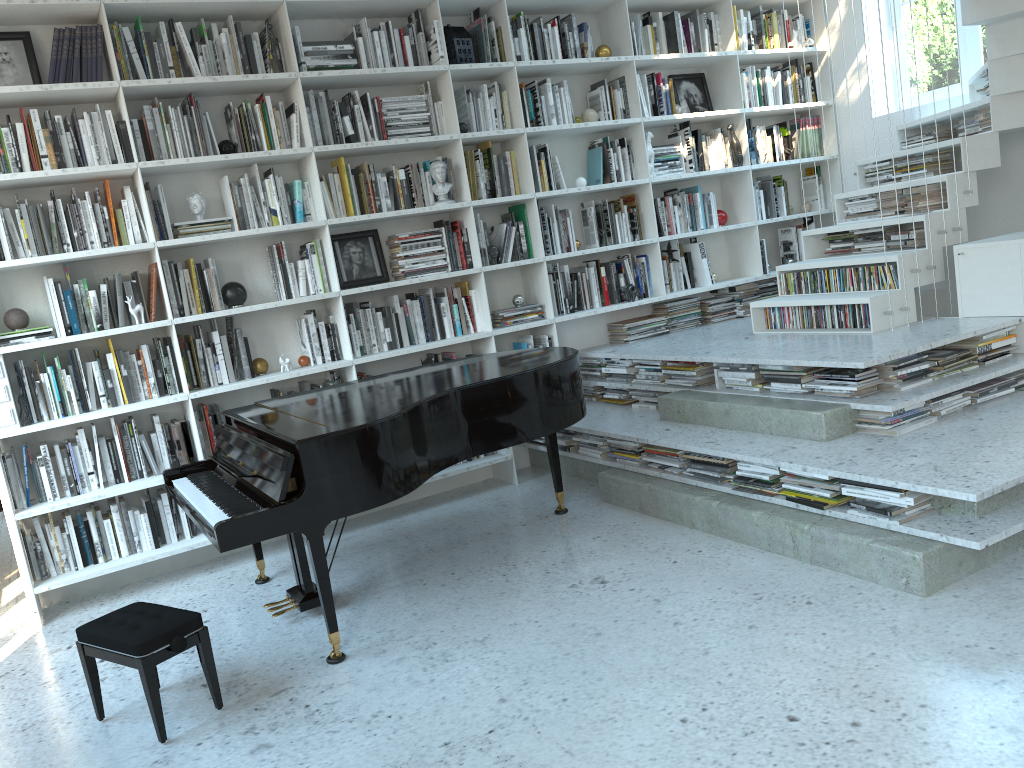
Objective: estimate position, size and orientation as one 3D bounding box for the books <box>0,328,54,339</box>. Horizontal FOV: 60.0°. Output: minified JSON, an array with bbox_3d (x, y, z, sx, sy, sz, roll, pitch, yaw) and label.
[{"bbox_3d":[-2.282,-0.229,4.111,0.285,0.012,0.159,-13,9,-23],"label":"books"}]

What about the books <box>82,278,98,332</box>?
[{"bbox_3d":[-2.018,-0.374,4.232,0.011,0.251,0.172,-14,10,-27],"label":"books"}]

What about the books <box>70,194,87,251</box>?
[{"bbox_3d":[-2.053,-0.752,4.199,0.012,0.273,0.145,-14,10,-27],"label":"books"}]

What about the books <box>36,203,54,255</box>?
[{"bbox_3d":[-2.175,-0.707,4.132,0.023,0.243,0.184,-14,10,-27],"label":"books"}]

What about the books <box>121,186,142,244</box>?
[{"bbox_3d":[-1.851,-0.808,4.315,0.027,0.286,0.148,-14,10,-27],"label":"books"}]

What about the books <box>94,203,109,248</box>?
[{"bbox_3d":[-1.974,-0.746,4.254,0.021,0.221,0.148,-14,10,-27],"label":"books"}]

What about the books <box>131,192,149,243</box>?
[{"bbox_3d":[-1.821,-0.801,4.332,0.036,0.258,0.123,-14,10,-27],"label":"books"}]

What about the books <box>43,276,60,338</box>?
[{"bbox_3d":[-2.162,-0.359,4.164,0.012,0.285,0.159,-14,10,-27],"label":"books"}]

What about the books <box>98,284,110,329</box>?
[{"bbox_3d":[-1.971,-0.371,4.282,0.056,0.214,0.142,-14,10,-27],"label":"books"}]

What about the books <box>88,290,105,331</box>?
[{"bbox_3d":[-1.990,-0.348,4.235,0.029,0.190,0.188,-14,10,-27],"label":"books"}]

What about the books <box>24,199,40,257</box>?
[{"bbox_3d":[-2.225,-0.710,4.114,0.011,0.271,0.157,-14,10,-27],"label":"books"}]

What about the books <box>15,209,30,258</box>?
[{"bbox_3d":[-2.257,-0.681,4.090,0.014,0.230,0.148,-14,10,-27],"label":"books"}]

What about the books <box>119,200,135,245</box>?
[{"bbox_3d":[-1.869,-0.772,4.302,0.031,0.224,0.144,-14,10,-27],"label":"books"}]

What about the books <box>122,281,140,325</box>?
[{"bbox_3d":[-1.859,-0.390,4.316,0.030,0.208,0.172,-14,10,-27],"label":"books"}]

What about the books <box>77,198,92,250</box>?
[{"bbox_3d":[-2.038,-0.747,4.220,0.011,0.252,0.139,-14,10,-27],"label":"books"}]

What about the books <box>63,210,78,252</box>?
[{"bbox_3d":[-2.088,-0.710,4.191,0.021,0.205,0.130,-14,10,-27],"label":"books"}]

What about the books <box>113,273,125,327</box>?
[{"bbox_3d":[-1.905,-0.405,4.298,0.060,0.256,0.158,-14,10,-27],"label":"books"}]

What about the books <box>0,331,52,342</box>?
[{"bbox_3d":[-2.281,-0.217,4.115,0.253,0.012,0.161,-14,9,-30],"label":"books"}]

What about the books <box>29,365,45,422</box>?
[{"bbox_3d":[-2.223,0.040,4.149,0.007,0.264,0.176,-14,10,-27],"label":"books"}]

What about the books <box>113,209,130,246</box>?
[{"bbox_3d":[-1.891,-0.746,4.291,0.030,0.184,0.151,-14,10,-27],"label":"books"}]

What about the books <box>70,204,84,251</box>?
[{"bbox_3d":[-2.063,-0.728,4.201,0.013,0.228,0.151,-14,10,-27],"label":"books"}]

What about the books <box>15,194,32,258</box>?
[{"bbox_3d":[-2.250,-0.714,4.089,0.011,0.294,0.183,-14,10,-27],"label":"books"}]

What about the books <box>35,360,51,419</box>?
[{"bbox_3d":[-2.204,0.027,4.164,0.008,0.280,0.164,-14,10,-27],"label":"books"}]

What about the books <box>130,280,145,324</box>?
[{"bbox_3d":[-1.839,-0.398,4.338,0.027,0.210,0.143,-14,10,-27],"label":"books"}]

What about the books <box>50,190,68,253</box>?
[{"bbox_3d":[-2.123,-0.748,4.158,0.013,0.300,0.151,-14,10,-27],"label":"books"}]

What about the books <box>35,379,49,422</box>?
[{"bbox_3d":[-2.198,0.074,4.147,0.019,0.189,0.193,-14,10,-27],"label":"books"}]

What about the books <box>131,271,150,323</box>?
[{"bbox_3d":[-1.823,-0.423,4.348,0.021,0.252,0.154,-14,10,-27],"label":"books"}]

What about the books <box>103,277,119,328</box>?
[{"bbox_3d":[-1.943,-0.391,4.295,0.013,0.242,0.141,-14,10,-27],"label":"books"}]

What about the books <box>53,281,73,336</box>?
[{"bbox_3d":[-2.124,-0.354,4.193,0.031,0.256,0.143,-14,10,-27],"label":"books"}]

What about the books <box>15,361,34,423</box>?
[{"bbox_3d":[-2.276,0.036,4.141,0.016,0.290,0.152,-14,10,-27],"label":"books"}]

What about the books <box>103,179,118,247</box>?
[{"bbox_3d":[-1.929,-0.808,4.263,0.035,0.326,0.170,-14,10,-27],"label":"books"}]

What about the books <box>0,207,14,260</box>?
[{"bbox_3d":[-2.310,-0.676,4.057,0.011,0.246,0.176,-14,10,-27],"label":"books"}]

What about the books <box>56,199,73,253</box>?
[{"bbox_3d":[-2.110,-0.731,4.177,0.021,0.257,0.156,-14,10,-27],"label":"books"}]

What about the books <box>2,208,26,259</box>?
[{"bbox_3d":[-2.295,-0.681,4.092,0.049,0.243,0.139,-14,10,-27],"label":"books"}]

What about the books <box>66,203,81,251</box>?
[{"bbox_3d":[-2.069,-0.725,4.185,0.013,0.229,0.177,-14,10,-27],"label":"books"}]

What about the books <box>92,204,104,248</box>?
[{"bbox_3d":[-1.986,-0.741,4.243,0.012,0.218,0.160,-14,10,-27],"label":"books"}]

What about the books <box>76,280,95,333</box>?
[{"bbox_3d":[-2.041,-0.371,4.241,0.022,0.249,0.129,-14,10,-27],"label":"books"}]

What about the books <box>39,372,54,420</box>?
[{"bbox_3d":[-2.192,0.054,4.179,0.015,0.218,0.176,-14,10,-27],"label":"books"}]

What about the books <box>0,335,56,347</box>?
[{"bbox_3d":[-2.277,-0.193,4.118,0.285,0.012,0.159,-13,9,-24],"label":"books"}]

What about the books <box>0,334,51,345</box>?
[{"bbox_3d":[-2.281,-0.205,4.120,0.254,0.012,0.160,-13,9,-26],"label":"books"}]

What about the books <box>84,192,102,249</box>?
[{"bbox_3d":[-1.995,-0.766,4.220,0.015,0.275,0.157,-14,10,-27],"label":"books"}]

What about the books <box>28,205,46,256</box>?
[{"bbox_3d":[-2.200,-0.697,4.110,0.024,0.238,0.166,-14,10,-27],"label":"books"}]

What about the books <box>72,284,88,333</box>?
[{"bbox_3d":[-2.065,-0.357,4.236,0.030,0.232,0.147,-14,10,-27],"label":"books"}]

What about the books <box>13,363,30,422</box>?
[{"bbox_3d":[-2.287,0.041,4.138,0.008,0.285,0.159,-14,10,-27],"label":"books"}]

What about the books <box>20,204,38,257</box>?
[{"bbox_3d":[-2.229,-0.695,4.093,0.021,0.248,0.188,-14,10,-27],"label":"books"}]

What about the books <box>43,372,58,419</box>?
[{"bbox_3d":[-2.174,0.052,4.175,0.015,0.217,0.180,-14,10,-27],"label":"books"}]

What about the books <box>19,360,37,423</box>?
[{"bbox_3d":[-2.260,0.031,4.142,0.014,0.295,0.171,-14,10,-27],"label":"books"}]

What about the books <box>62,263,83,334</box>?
[{"bbox_3d":[-2.089,-0.404,4.214,0.011,0.336,0.153,-14,10,-27],"label":"books"}]

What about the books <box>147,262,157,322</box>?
[{"bbox_3d":[-1.761,-0.444,4.335,0.082,0.277,0.228,-14,10,-27],"label":"books"}]

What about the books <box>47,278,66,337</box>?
[{"bbox_3d":[-2.145,-0.356,4.173,0.024,0.273,0.150,-14,10,-27],"label":"books"}]

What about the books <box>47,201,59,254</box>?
[{"bbox_3d":[-2.154,-0.722,4.163,0.047,0.257,0.141,-14,10,-27],"label":"books"}]

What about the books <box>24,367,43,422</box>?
[{"bbox_3d":[-2.245,0.045,4.160,0.022,0.258,0.141,-14,10,-27],"label":"books"}]

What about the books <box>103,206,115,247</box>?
[{"bbox_3d":[-1.940,-0.744,4.260,0.013,0.204,0.161,-14,10,-27],"label":"books"}]

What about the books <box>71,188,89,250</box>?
[{"bbox_3d":[-2.054,-0.770,4.215,0.011,0.305,0.129,-14,10,-27],"label":"books"}]

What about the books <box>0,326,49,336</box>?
[{"bbox_3d":[-2.287,-0.241,4.115,0.254,0.012,0.160,-13,9,-26],"label":"books"}]

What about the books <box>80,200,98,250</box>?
[{"bbox_3d":[-2.025,-0.747,4.238,0.028,0.243,0.131,-14,10,-27],"label":"books"}]

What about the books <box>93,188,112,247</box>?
[{"bbox_3d":[-1.966,-0.785,4.260,0.015,0.293,0.143,-14,10,-27],"label":"books"}]

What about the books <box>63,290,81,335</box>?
[{"bbox_3d":[-2.080,-0.336,4.185,0.029,0.208,0.189,-14,10,-27],"label":"books"}]

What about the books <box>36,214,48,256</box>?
[{"bbox_3d":[-2.195,-0.686,4.144,0.010,0.204,0.139,-14,10,-27],"label":"books"}]
